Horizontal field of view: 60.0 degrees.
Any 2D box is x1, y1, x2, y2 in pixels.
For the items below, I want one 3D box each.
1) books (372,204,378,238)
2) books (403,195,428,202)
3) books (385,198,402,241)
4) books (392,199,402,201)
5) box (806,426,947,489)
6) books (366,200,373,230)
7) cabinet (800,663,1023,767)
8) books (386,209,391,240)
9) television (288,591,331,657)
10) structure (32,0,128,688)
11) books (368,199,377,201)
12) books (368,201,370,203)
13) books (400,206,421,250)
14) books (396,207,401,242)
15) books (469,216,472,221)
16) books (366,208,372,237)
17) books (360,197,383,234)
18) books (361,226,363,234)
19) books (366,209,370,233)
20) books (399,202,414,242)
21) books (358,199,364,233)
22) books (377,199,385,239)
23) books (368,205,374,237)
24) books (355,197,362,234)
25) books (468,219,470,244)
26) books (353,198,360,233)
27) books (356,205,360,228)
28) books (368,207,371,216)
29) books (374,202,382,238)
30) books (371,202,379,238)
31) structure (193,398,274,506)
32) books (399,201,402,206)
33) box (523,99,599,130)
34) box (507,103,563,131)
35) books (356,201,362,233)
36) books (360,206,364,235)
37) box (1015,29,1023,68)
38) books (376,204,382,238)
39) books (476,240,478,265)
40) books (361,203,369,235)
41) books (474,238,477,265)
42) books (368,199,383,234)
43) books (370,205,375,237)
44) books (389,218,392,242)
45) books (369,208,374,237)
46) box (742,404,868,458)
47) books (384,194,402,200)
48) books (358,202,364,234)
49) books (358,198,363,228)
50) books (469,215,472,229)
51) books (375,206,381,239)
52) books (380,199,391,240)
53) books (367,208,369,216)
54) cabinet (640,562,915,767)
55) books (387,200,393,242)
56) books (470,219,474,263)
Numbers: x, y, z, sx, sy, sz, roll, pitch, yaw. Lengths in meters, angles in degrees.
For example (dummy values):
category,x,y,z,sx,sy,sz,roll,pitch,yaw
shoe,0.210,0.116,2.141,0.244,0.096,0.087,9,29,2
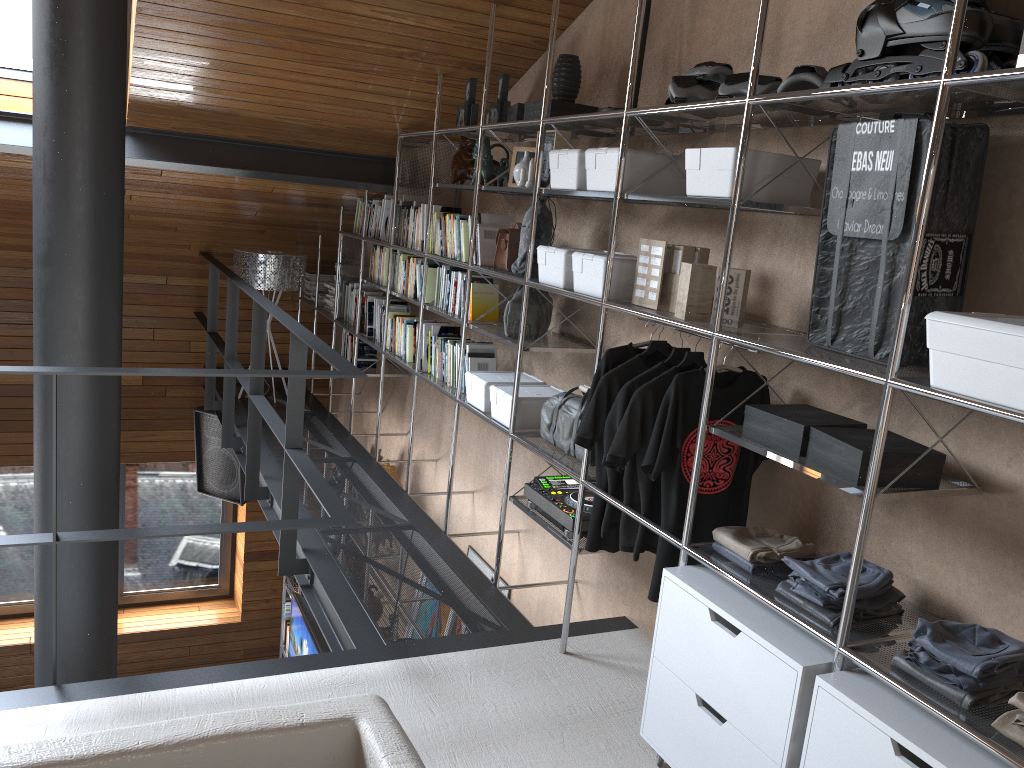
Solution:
category,x,y,z,sx,sy,sz,roll,pitch,yaw
books,-0.756,-0.967,5.281,0.131,0.202,0.068,1,12,-25
books,-0.535,-0.890,4.846,0.143,0.268,0.020,1,12,-25
books,-0.619,-0.935,5.081,0.191,0.249,0.077,1,12,-25
books,-0.610,-0.930,5.073,0.191,0.244,0.075,1,12,-25
box,0.815,0.164,2.003,0.208,0.079,0.207,3,11,-13
books,-0.803,-1.003,5.404,0.161,0.219,0.074,1,12,-25
cabinet,0.910,0.940,1.764,0.435,0.561,0.527,1,12,-25
books,-0.642,-0.901,5.047,0.131,0.178,0.057,0,12,-26
television,-1.369,1.939,6.073,0.115,0.638,1.075,1,12,-25
structure,-1.494,0.614,3.040,1.197,5.698,1.690,1,12,-25
books,-0.852,-1.033,5.511,0.129,0.226,0.069,1,12,-25
books,-0.821,-1.017,5.472,0.177,0.214,0.064,1,12,-25
books,-0.509,-0.837,4.728,0.131,0.216,0.509,1,12,-25
books,-0.558,-0.866,4.874,0.148,0.206,0.018,1,12,-25
books,-0.105,-0.637,3.937,0.170,0.209,0.082,0,12,-26
books,-0.814,-0.971,5.356,0.111,0.171,0.056,1,12,-25
books,-0.861,-1.040,5.522,0.143,0.233,0.081,0,12,-26
books,-0.858,-1.015,5.493,0.127,0.197,0.063,1,12,-25
books,-0.821,-0.978,5.381,0.112,0.173,0.054,1,12,-25
books,-0.547,-0.869,4.827,0.129,0.231,0.010,1,12,-25
books,-0.878,-1.050,5.589,0.160,0.228,0.080,1,12,-25
books,-0.689,-0.945,5.113,0.148,0.229,0.073,1,12,-25
books,-0.795,-0.974,5.320,0.111,0.194,0.059,1,12,-25
books,-0.901,-1.066,5.650,0.169,0.229,0.077,1,12,-25
books,-0.131,-0.633,3.948,0.127,0.192,0.079,1,12,-25
books,-0.927,-1.072,5.667,0.148,0.229,0.073,1,12,-25
books,-0.917,-1.047,5.638,0.131,0.178,0.057,0,12,-26
books,-0.819,-0.983,5.392,0.117,0.180,0.059,1,12,-25
books,-0.738,-0.963,5.241,0.133,0.215,0.070,1,12,-25
books,-0.762,-0.974,5.291,0.137,0.213,0.068,1,12,-25
structure,-2.108,0.505,6.815,0.462,0.735,0.488,11,12,24
books,-0.572,-0.893,4.927,0.148,0.234,0.013,1,12,-25
box,0.184,-1.021,3.370,0.208,0.079,0.207,0,13,-28
box,0.100,-1.068,3.566,0.208,0.079,0.207,3,11,-12
books,-0.903,-1.055,5.625,0.149,0.202,0.067,0,12,-26
books,-0.869,-1.033,5.557,0.146,0.208,0.071,1,12,-25
box,1.074,-0.662,1.459,0.266,0.295,0.289,1,12,-25
books,-0.725,-0.949,5.217,0.123,0.201,0.071,1,12,-25
books,-0.096,-0.618,3.876,0.125,0.200,0.088,1,12,-25
books,-0.850,-1.006,5.452,0.127,0.197,0.063,1,12,-25
books,-0.111,-0.604,3.885,0.119,0.166,0.072,1,12,-25
books,-0.791,-0.990,5.329,0.122,0.227,0.076,1,12,-25
books,-0.771,-0.968,5.308,0.138,0.189,0.065,1,12,-25
books,-0.609,-0.909,4.991,0.148,0.234,0.033,1,12,-25
books,-0.791,-0.962,5.318,0.112,0.173,0.054,1,12,-25
box,0.726,0.113,2.214,0.208,0.079,0.207,0,12,-27
books,-0.694,-0.972,5.194,0.143,0.264,0.088,1,12,-25
books,-0.886,-1.033,5.563,0.130,0.202,0.063,1,12,-25
books,-0.889,-1.058,5.613,0.148,0.229,0.073,1,12,-25
books,-0.110,-0.639,3.945,0.164,0.209,0.084,0,12,-26
books,-0.732,-0.949,5.234,0.126,0.194,0.064,1,12,-25
books,-0.669,-0.935,5.072,0.148,0.229,0.073,1,12,-25
books,-0.841,-0.988,5.438,0.119,0.169,0.058,1,12,-25
cabinet,0.675,0.818,2.255,0.435,0.561,0.527,1,12,-25
books,-0.623,-0.912,5.009,0.148,0.232,0.053,1,12,-25
books,-0.124,-0.624,3.907,0.127,0.192,0.079,1,12,-25
